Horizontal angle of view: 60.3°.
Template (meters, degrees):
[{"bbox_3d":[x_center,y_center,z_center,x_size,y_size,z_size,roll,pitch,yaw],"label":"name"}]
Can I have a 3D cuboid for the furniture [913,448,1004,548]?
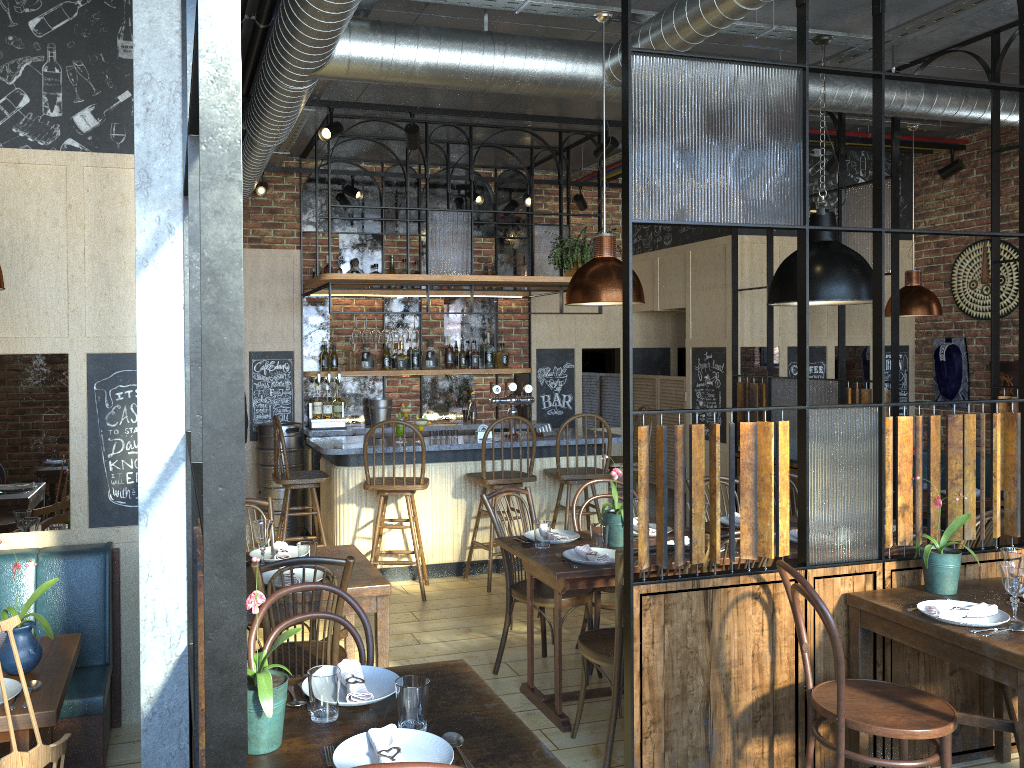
[{"bbox_3d":[2.939,0.950,6.499,1.451,0.822,1.484,-1,2,-19],"label":"furniture"}]

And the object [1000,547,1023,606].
[{"bbox_3d":[1.790,0.685,3.127,0.094,0.191,0.103,-1,2,-44],"label":"object"}]

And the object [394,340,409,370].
[{"bbox_3d":[-0.979,-0.254,7.802,0.114,0.265,0.120,-1,1,-18],"label":"object"}]

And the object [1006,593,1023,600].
[{"bbox_3d":[1.936,0.756,3.090,0.263,0.051,0.332,-1,2,-16],"label":"object"}]

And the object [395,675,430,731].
[{"bbox_3d":[-0.241,0.779,2.136,0.088,0.119,0.080,1,2,40],"label":"object"}]

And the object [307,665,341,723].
[{"bbox_3d":[-0.471,0.779,2.212,0.088,0.119,0.080,1,2,40],"label":"object"}]

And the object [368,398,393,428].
[{"bbox_3d":[-1.151,0.251,7.712,0.227,0.245,0.208,0,2,32],"label":"object"}]

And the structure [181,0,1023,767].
[{"bbox_3d":[0.081,-0.218,5.165,5.594,3.324,6.302,-2,2,-35],"label":"structure"}]

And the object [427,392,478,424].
[{"bbox_3d":[-0.528,0.218,7.917,0.478,0.288,0.091,-1,1,-16],"label":"object"}]

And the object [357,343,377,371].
[{"bbox_3d":[-1.270,-0.257,7.716,0.167,0.283,0.123,-1,1,-4],"label":"object"}]

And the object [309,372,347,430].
[{"bbox_3d":[-1.584,0.139,7.573,0.302,0.491,0.210,-1,1,-18],"label":"object"}]

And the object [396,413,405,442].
[{"bbox_3d":[-0.813,0.315,6.422,0.066,0.211,0.072,-1,1,-36],"label":"object"}]

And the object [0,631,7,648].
[{"bbox_3d":[-1.847,0.916,3.078,0.318,0.051,0.276,-1,2,-15],"label":"object"}]

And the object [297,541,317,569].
[{"bbox_3d":[-0.856,0.723,3.683,0.086,0.119,0.082,0,1,12],"label":"object"}]

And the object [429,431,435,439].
[{"bbox_3d":[-0.604,0.383,6.639,0.040,0.059,0.043,-1,1,-29],"label":"object"}]

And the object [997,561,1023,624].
[{"bbox_3d":[1.668,0.694,2.924,0.102,0.191,0.094,0,1,28],"label":"object"}]

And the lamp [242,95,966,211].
[{"bbox_3d":[0.492,-1.597,4.840,7.033,0.274,6.440,-1,2,-19],"label":"lamp"}]

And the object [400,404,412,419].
[{"bbox_3d":[-0.940,0.270,7.817,0.107,0.197,0.104,0,1,9],"label":"object"}]

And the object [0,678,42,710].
[{"bbox_3d":[-1.605,0.931,2.654,0.318,0.051,0.276,-1,2,-15],"label":"object"}]

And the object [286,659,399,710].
[{"bbox_3d":[-0.449,0.807,2.377,0.318,0.051,0.276,-1,2,-15],"label":"object"}]

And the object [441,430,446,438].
[{"bbox_3d":[-0.518,0.380,6.682,0.040,0.059,0.043,-1,1,-29],"label":"object"}]

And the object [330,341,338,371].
[{"bbox_3d":[-1.543,-0.241,7.645,0.063,0.263,0.069,-1,1,-32],"label":"object"}]

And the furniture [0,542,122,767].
[{"bbox_3d":[-2.129,1.139,2.981,1.404,0.822,1.533,-1,2,-19],"label":"furniture"}]

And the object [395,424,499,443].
[{"bbox_3d":[-0.476,0.366,6.465,0.747,0.106,0.206,-1,2,-17],"label":"object"}]

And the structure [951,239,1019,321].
[{"bbox_3d":[3.601,-0.791,6.693,0.077,0.619,0.683,-1,2,-23],"label":"structure"}]

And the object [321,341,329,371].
[{"bbox_3d":[-1.615,-0.240,7.623,0.066,0.263,0.065,0,1,3],"label":"object"}]

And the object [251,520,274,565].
[{"bbox_3d":[-1.068,0.686,3.777,0.099,0.191,0.098,0,1,1],"label":"object"}]

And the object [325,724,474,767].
[{"bbox_3d":[-0.247,0.821,1.963,0.318,0.051,0.276,-1,2,-15],"label":"object"}]

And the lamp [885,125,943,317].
[{"bbox_3d":[2.820,-1.144,6.196,0.355,1.334,0.382,-1,1,-26],"label":"lamp"}]

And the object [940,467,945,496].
[{"bbox_3d":[2.957,0.678,6.136,0.094,0.191,0.103,-1,1,-39],"label":"object"}]

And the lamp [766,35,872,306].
[{"bbox_3d":[1.555,-1.065,4.413,0.525,1.326,0.534,-1,1,-6],"label":"lamp"}]

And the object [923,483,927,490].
[{"bbox_3d":[2.923,0.736,6.447,0.337,0.051,0.260,1,2,25],"label":"object"}]

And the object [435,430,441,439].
[{"bbox_3d":[-0.557,0.382,6.653,0.040,0.059,0.043,-1,1,-29],"label":"object"}]

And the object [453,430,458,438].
[{"bbox_3d":[-0.428,0.379,6.699,0.041,0.059,0.042,-1,1,-9],"label":"object"}]

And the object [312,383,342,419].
[{"bbox_3d":[-1.589,0.144,7.587,0.252,0.302,0.088,-1,1,-16],"label":"object"}]

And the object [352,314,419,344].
[{"bbox_3d":[-0.918,-0.400,6.410,0.485,0.208,0.068,-1,1,-17],"label":"object"}]

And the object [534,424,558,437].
[{"bbox_3d":[0.264,0.354,6.779,0.169,0.091,0.095,-2,2,-44],"label":"object"}]

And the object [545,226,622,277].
[{"bbox_3d":[0.586,-0.981,6.640,0.475,0.369,0.635,-2,2,-41],"label":"object"}]

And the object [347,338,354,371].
[{"bbox_3d":[-1.407,-0.256,7.677,0.057,0.288,0.054,0,1,20],"label":"object"}]

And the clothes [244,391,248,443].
[{"bbox_3d":[-2.301,0.162,7.339,0.205,0.770,0.245,-1,1,-22],"label":"clothes"}]

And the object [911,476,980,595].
[{"bbox_3d":[1.616,0.564,3.289,0.214,0.426,0.135,0,1,16],"label":"object"}]

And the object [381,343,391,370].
[{"bbox_3d":[-1.112,-0.278,7.781,0.077,0.318,0.084,-1,1,-38],"label":"object"}]

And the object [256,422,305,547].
[{"bbox_3d":[-1.945,0.850,7.417,0.409,1.035,0.389,0,1,16],"label":"object"}]

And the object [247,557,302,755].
[{"bbox_3d":[-0.578,0.634,2.054,0.211,0.426,0.140,0,1,42],"label":"object"}]

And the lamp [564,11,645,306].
[{"bbox_3d":[0.426,-1.036,4.078,0.386,1.334,0.351,0,1,44],"label":"lamp"}]

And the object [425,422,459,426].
[{"bbox_3d":[-0.636,0.355,7.865,0.312,0.019,0.240,-1,2,-9],"label":"object"}]

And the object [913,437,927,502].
[{"bbox_3d":[2.686,0.571,5.913,0.192,0.426,0.154,-1,1,-40],"label":"object"}]

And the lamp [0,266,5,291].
[{"bbox_3d":[-1.757,-0.960,2.687,0.386,1.334,0.351,0,1,44],"label":"lamp"}]

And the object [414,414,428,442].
[{"bbox_3d":[-0.667,0.319,6.446,0.107,0.197,0.104,0,1,9],"label":"object"}]

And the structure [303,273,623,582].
[{"bbox_3d":[-0.506,0.281,7.141,2.277,2.173,1.789,-1,1,-18],"label":"structure"}]

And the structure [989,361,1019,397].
[{"bbox_3d":[3.659,0.154,6.504,0.156,0.655,0.268,-1,1,-20],"label":"structure"}]

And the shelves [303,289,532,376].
[{"bbox_3d":[-0.879,-0.467,8.075,2.063,0.745,0.620,-1,2,-17],"label":"shelves"}]

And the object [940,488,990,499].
[{"bbox_3d":[3.102,0.749,6.098,0.263,0.051,0.332,-1,2,-16],"label":"object"}]

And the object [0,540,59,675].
[{"bbox_3d":[-1.601,0.731,2.884,0.219,0.431,0.136,0,1,1],"label":"object"}]

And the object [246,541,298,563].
[{"bbox_3d":[-1.052,0.750,3.928,0.318,0.051,0.276,-1,2,-15],"label":"object"}]

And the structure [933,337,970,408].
[{"bbox_3d":[3.472,-0.092,7.019,0.111,0.559,0.333,-1,1,-21],"label":"structure"}]

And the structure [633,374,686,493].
[{"bbox_3d":[-0.394,0.490,6.634,4.769,0.994,1.330,-3,3,-44],"label":"structure"}]

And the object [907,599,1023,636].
[{"bbox_3d":[1.524,0.765,2.954,0.263,0.051,0.332,-1,2,-16],"label":"object"}]

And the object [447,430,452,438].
[{"bbox_3d":[-0.472,0.380,6.686,0.040,0.059,0.043,-1,1,-29],"label":"object"}]
